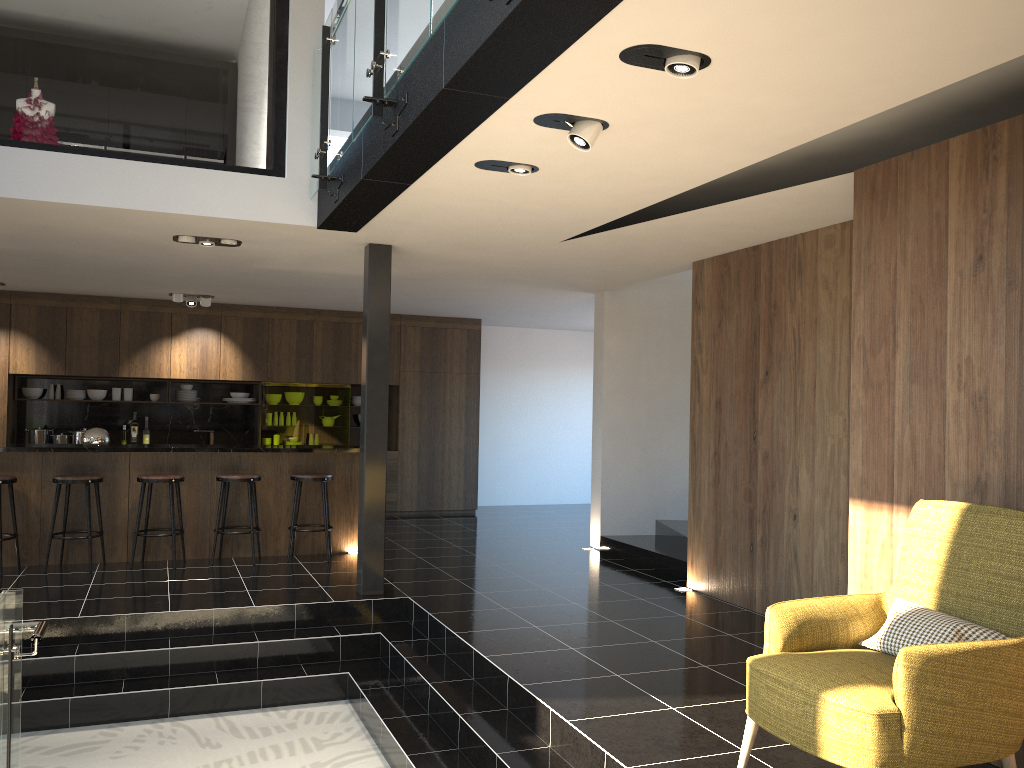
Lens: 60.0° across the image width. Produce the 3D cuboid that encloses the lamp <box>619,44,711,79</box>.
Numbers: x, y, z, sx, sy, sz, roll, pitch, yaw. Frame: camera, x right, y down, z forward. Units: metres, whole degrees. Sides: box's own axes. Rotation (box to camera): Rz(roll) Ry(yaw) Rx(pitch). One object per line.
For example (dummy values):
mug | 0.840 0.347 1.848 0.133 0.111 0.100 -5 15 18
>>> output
lamp | 0.545 -1.201 3.150 0.346 0.177 0.195 2 -1 -22

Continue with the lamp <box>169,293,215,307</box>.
lamp | -3.734 -1.041 10.340 0.501 0.280 0.349 2 -2 -22

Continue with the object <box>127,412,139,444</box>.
object | -4.824 0.583 11.285 0.133 0.451 0.116 2 -1 -22

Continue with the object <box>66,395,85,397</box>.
object | -5.389 0.160 10.965 0.220 0.033 0.220 2 -2 -25

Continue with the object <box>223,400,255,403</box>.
object | -3.586 0.236 11.691 0.438 0.039 0.438 1 -2 15

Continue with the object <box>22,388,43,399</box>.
object | -5.839 0.119 10.797 0.234 0.138 0.234 2 -2 -19

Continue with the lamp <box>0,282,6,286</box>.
lamp | -5.741 -1.099 9.545 0.501 0.294 0.349 2 -2 -22

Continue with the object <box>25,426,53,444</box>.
object | -5.713 0.617 10.711 0.236 0.218 0.255 1 -2 26

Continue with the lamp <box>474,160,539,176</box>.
lamp | -0.025 -1.180 4.592 0.346 0.158 0.195 2 -2 -22

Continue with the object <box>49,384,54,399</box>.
object | -5.647 0.095 10.873 0.060 0.185 0.060 1 -1 10

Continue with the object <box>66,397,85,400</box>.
object | -5.389 0.185 10.965 0.220 0.033 0.220 2 -2 -25

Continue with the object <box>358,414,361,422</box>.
object | -2.007 0.511 12.312 0.264 0.170 0.264 0 -2 43

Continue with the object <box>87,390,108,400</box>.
object | -5.175 0.142 11.059 0.234 0.138 0.234 1 -2 -2

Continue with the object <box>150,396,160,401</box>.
object | -4.553 0.189 11.305 0.122 0.072 0.122 1 -2 4

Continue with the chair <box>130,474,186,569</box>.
chair | -3.115 1.208 7.843 0.412 0.799 0.412 1 -1 -12

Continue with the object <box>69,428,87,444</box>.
object | -5.160 0.638 10.707 0.278 0.218 0.300 1 -1 11

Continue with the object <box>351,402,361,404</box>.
object | -2.110 0.274 12.263 0.220 0.033 0.220 2 -2 -12

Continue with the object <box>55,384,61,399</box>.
object | -5.576 0.097 10.901 0.060 0.185 0.060 0 -1 37

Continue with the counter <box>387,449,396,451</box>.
counter | -3.821 0.835 11.420 4.592 0.005 0.862 2 -2 -22

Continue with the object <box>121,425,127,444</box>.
object | -4.917 0.662 11.243 0.058 0.287 0.058 1 -1 -9

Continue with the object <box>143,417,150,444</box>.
object | -4.680 0.616 11.349 0.077 0.395 0.077 1 -1 20

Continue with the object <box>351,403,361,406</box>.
object | -2.110 0.287 12.262 0.220 0.033 0.220 2 -2 -12

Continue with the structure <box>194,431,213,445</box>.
structure | -3.903 0.711 11.237 0.243 0.231 0.173 2 -1 -22

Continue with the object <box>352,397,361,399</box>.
object | -2.109 0.205 12.264 0.220 0.033 0.220 2 -2 -12

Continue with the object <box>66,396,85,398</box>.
object | -5.389 0.172 10.965 0.220 0.033 0.220 2 -2 -25

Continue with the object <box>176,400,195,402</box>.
object | -4.231 0.224 11.508 0.269 0.024 0.269 1 -2 17

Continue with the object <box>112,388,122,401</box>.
object | -4.958 0.130 11.120 0.109 0.161 0.109 2 -2 -39

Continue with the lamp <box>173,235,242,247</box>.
lamp | -2.351 -1.159 6.851 0.501 0.194 0.349 2 -2 -22

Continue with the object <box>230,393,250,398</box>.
object | -3.587 0.161 11.692 0.254 0.088 0.254 1 -2 4

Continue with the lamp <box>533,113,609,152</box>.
lamp | 0.259 -1.151 3.870 0.346 0.247 0.195 2 -1 -22

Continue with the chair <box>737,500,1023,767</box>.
chair | 1.456 1.016 3.386 1.031 1.097 0.807 2 -1 -23

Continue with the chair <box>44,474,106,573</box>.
chair | -3.729 1.188 7.600 0.412 0.799 0.412 1 -1 -12

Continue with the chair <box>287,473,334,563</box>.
chair | -1.888 1.248 8.329 0.412 0.799 0.412 1 -1 -12

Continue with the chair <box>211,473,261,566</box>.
chair | -2.501 1.228 8.086 0.412 0.799 0.412 1 -1 -12

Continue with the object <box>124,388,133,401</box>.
object | -4.833 0.134 11.170 0.109 0.161 0.109 1 -1 -9

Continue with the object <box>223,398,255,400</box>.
object | -3.586 0.209 11.691 0.438 0.039 0.438 1 -2 15

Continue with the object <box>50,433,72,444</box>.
object | -5.442 0.661 10.719 0.195 0.143 0.210 0 -2 26

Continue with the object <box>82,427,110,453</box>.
object | -3.701 0.501 7.897 0.227 0.228 0.227 0 -1 29

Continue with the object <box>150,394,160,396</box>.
object | -4.553 0.164 11.306 0.122 0.072 0.122 1 -2 4

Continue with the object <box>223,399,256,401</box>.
object | -3.586 0.224 11.691 0.438 0.039 0.438 1 -2 15

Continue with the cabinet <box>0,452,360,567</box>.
cabinet | -3.199 1.119 8.289 3.564 0.994 0.698 2 -1 -22

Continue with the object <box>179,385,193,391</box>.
object | -4.230 0.054 11.509 0.168 0.087 0.168 1 -2 -2

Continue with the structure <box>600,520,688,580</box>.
structure | 3.081 0.189 6.485 1.964 3.017 6.663 2 -2 -22

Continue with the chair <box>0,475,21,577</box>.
chair | -4.342 1.168 7.358 0.412 0.799 0.412 1 -1 -12

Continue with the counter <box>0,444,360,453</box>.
counter | -3.190 0.601 8.297 3.574 0.041 0.698 2 -2 -22

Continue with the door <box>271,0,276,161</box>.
door | -1.775 -2.579 6.842 0.104 2.347 0.931 2 -1 -22

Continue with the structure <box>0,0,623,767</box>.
structure | -1.122 0.000 2.371 3.448 4.867 7.280 2 -2 -22

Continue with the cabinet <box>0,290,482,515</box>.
cabinet | -3.812 0.349 11.421 6.893 2.689 0.869 2 -1 -22
